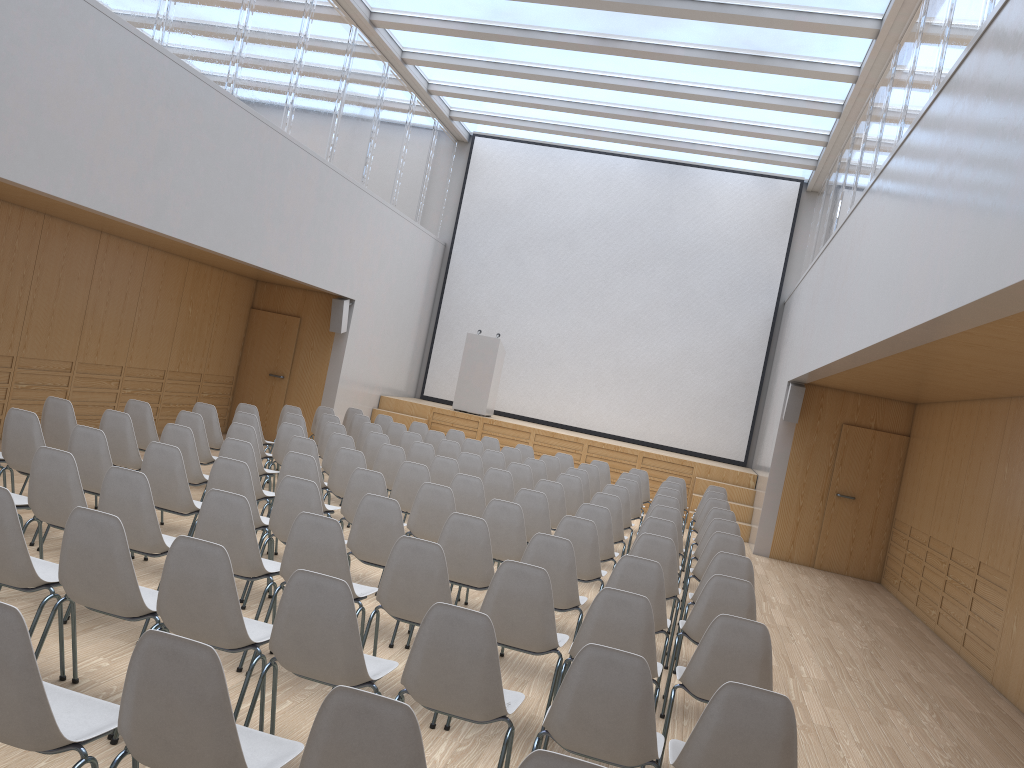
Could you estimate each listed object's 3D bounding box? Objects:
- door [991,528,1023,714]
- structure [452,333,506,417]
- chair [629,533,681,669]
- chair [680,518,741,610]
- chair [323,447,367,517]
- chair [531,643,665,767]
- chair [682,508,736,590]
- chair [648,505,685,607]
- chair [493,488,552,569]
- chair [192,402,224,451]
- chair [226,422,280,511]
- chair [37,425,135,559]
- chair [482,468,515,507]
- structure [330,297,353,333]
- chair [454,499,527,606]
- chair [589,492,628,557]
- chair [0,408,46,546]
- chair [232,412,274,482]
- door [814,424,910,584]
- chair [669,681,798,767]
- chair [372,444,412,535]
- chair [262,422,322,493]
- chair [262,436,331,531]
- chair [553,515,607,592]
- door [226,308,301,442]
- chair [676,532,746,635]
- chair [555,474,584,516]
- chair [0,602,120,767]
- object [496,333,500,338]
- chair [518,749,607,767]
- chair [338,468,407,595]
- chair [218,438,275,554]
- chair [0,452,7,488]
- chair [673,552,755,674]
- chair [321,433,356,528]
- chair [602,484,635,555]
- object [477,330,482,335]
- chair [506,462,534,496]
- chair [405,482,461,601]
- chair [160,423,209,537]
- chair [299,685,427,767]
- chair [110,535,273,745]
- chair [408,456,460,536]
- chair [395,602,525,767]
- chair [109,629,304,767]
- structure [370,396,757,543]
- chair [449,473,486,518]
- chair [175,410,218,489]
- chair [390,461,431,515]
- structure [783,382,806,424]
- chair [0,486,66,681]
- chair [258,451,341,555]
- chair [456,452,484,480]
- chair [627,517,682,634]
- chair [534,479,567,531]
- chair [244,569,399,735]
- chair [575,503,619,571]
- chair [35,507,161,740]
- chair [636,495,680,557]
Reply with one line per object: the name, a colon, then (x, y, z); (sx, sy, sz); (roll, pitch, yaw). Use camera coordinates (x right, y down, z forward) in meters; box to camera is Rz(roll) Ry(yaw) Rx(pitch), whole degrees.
door: (4.018, 1.254, 6.101); (0.256, 2.492, 2.701); (11, 0, 12)
structure: (-0.562, -0.150, 15.660); (0.605, 1.379, 0.605); (11, 0, 12)
chair: (0.954, 1.463, 6.246); (0.479, 0.876, 0.505); (11, 0, 12)
chair: (1.858, 1.639, 8.075); (0.479, 0.876, 0.505); (11, 0, 12)
chair: (-1.385, 0.989, 7.721); (0.479, 0.876, 0.505); (11, 0, 12)
chair: (0.323, 1.344, 3.276); (0.479, 0.876, 0.505); (11, 0, 12)
chair: (2.057, 1.676, 9.013); (0.479, 0.876, 0.505); (11, 0, 12)
chair: (1.364, 1.539, 8.202); (0.479, 0.876, 0.505); (11, 0, 12)
chair: (0.137, 1.295, 7.388); (0.479, 0.876, 0.505); (11, 0, 12)
chair: (-3.124, 0.636, 9.195); (0.479, 0.876, 0.505); (11, 0, 12)
chair: (-2.378, 0.789, 7.980); (0.479, 0.876, 0.505); (11, 0, 12)
chair: (-2.762, 0.717, 5.977); (0.479, 0.876, 0.505); (11, 0, 12)
chair: (-0.145, 1.236, 8.514); (0.479, 0.876, 0.505); (11, 0, 12)
structure: (-2.637, -1.052, 13.613); (0.196, 0.542, 0.368); (11, 0, 12)
chair: (-0.073, 1.256, 6.432); (0.479, 0.876, 0.505); (11, 0, 12)
chair: (0.834, 1.433, 8.258); (0.479, 0.876, 0.505); (11, 0, 12)
chair: (-3.287, 0.611, 6.152); (0.479, 0.876, 0.505); (11, 0, 12)
chair: (-2.673, 0.727, 9.068); (0.479, 0.876, 0.505); (11, 0, 12)
door: (4.764, 1.626, 12.071); (0.873, 2.024, 0.108); (11, 0, 12)
chair: (0.774, 1.435, 3.156); (0.479, 0.876, 0.505); (11, 0, 12)
chair: (-1.176, 1.028, 8.769); (0.479, 0.876, 0.505); (11, 0, 12)
chair: (-2.172, 0.828, 8.874); (0.479, 0.876, 0.505); (11, 0, 12)
chair: (-1.828, 0.900, 7.888); (0.479, 0.876, 0.505); (11, 0, 12)
chair: (0.434, 1.358, 6.341); (0.479, 0.876, 0.505); (11, 0, 12)
door: (-3.943, -0.127, 13.978); (0.873, 2.024, 0.108); (11, 0, 12)
chair: (1.650, 1.600, 7.126); (0.479, 0.876, 0.505); (11, 0, 12)
chair: (0.569, 1.377, 9.381); (0.479, 0.876, 0.505); (11, 0, 12)
chair: (-1.409, 0.998, 2.569); (0.479, 0.876, 0.505); (11, 0, 12)
object: (-0.266, -0.746, 15.553); (0.166, 0.305, 0.252); (11, 0, -16)
chair: (0.117, 1.305, 2.298); (0.479, 0.876, 0.505); (11, 0, 12)
chair: (-1.060, 1.057, 6.627); (0.479, 0.876, 0.505); (11, 0, 12)
chair: (-2.067, 0.854, 6.848); (0.479, 0.876, 0.505); (11, 0, 12)
chair: (-3.772, 0.514, 6.239); (0.479, 0.876, 0.505); (11, 0, 12)
chair: (1.432, 1.559, 6.081); (0.479, 0.876, 0.505); (11, 0, 12)
chair: (-1.677, 0.927, 8.850); (0.479, 0.876, 0.505); (11, 0, 12)
chair: (1.038, 1.471, 9.258); (0.479, 0.876, 0.505); (11, 0, 12)
object: (-0.599, -0.813, 15.626); (0.166, 0.305, 0.252); (11, 0, -16)
chair: (0.057, 1.274, 9.521); (0.479, 0.876, 0.505); (11, 0, 12)
chair: (-0.565, 1.157, 6.589); (0.479, 0.876, 0.505); (11, 0, 12)
chair: (-2.576, 0.752, 7.019); (0.479, 0.876, 0.505); (11, 0, 12)
chair: (-0.376, 1.206, 2.445); (0.479, 0.876, 0.505); (11, 0, 12)
chair: (-1.219, 1.033, 3.634); (0.479, 0.876, 0.505); (11, 0, 12)
chair: (-0.655, 1.133, 8.644); (0.479, 0.876, 0.505); (11, 0, 12)
chair: (-0.211, 1.237, 3.413); (0.479, 0.876, 0.505); (11, 0, 12)
chair: (-0.901, 1.100, 2.570); (0.479, 0.876, 0.505); (11, 0, 12)
structure: (0.846, 1.360, 15.532); (6.551, 1.027, 2.729); (11, 0, 12)
chair: (-0.386, 1.190, 7.544); (0.479, 0.876, 0.505); (11, 0, 12)
chair: (-2.880, 0.688, 8.109); (0.479, 0.876, 0.505); (11, 0, 12)
chair: (-0.839, 1.099, 7.662); (0.479, 0.876, 0.505); (11, 0, 12)
structure: (3.873, 0.259, 12.187); (0.196, 0.542, 0.368); (11, 0, 12)
chair: (-2.167, 0.843, 3.860); (0.479, 0.876, 0.505); (11, 0, 12)
chair: (-1.586, 0.951, 6.784); (0.479, 0.876, 0.505); (11, 0, 12)
chair: (-0.464, 1.169, 9.565); (0.479, 0.876, 0.505); (11, 0, 12)
chair: (1.141, 1.497, 7.209); (0.479, 0.876, 0.505); (11, 0, 12)
chair: (0.326, 1.331, 8.391); (0.479, 0.876, 0.505); (11, 0, 12)
chair: (-0.728, 1.133, 3.485); (0.479, 0.876, 0.505); (11, 0, 12)
chair: (0.629, 1.395, 7.238); (0.479, 0.876, 0.505); (11, 0, 12)
chair: (-1.678, 0.941, 3.763); (0.479, 0.876, 0.505); (11, 0, 12)
chair: (1.537, 1.571, 9.197); (0.479, 0.876, 0.505); (11, 0, 12)
